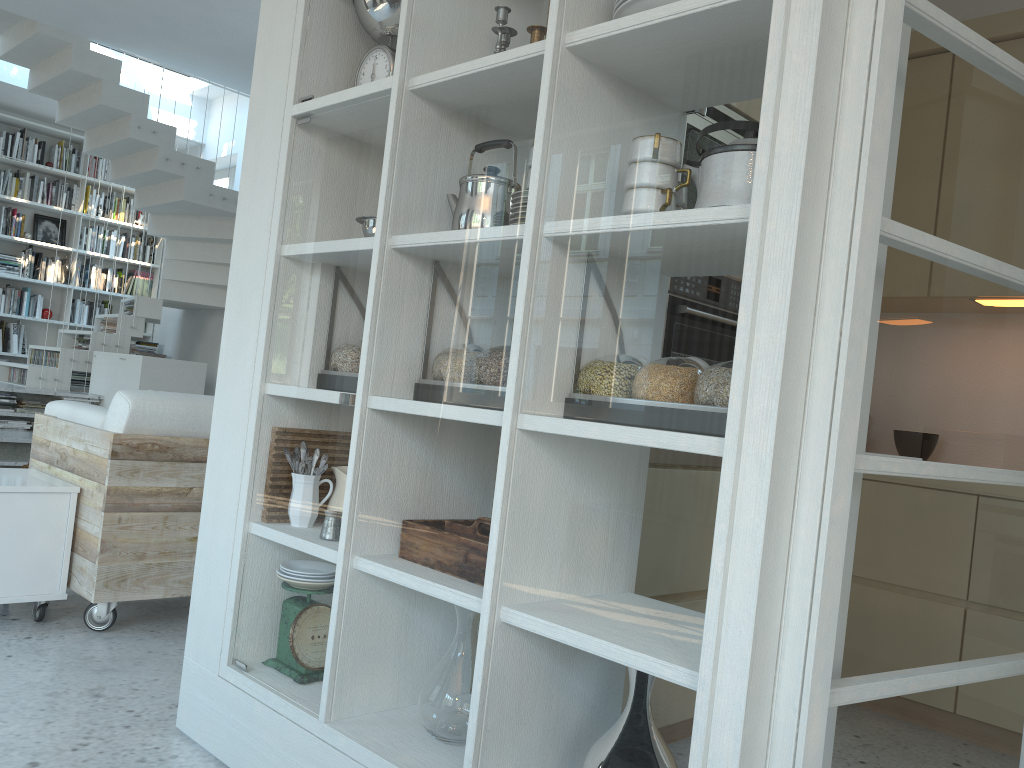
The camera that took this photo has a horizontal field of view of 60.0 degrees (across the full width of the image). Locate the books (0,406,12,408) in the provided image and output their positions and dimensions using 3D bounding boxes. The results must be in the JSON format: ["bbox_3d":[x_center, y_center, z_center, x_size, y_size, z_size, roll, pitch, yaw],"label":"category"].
[{"bbox_3d":[-3.949,0.162,6.766,0.131,0.012,0.208,5,-2,41],"label":"books"}]

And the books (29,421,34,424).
[{"bbox_3d":[-3.616,0.306,6.923,0.176,0.009,0.275,5,-2,45],"label":"books"}]

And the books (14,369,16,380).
[{"bbox_3d":[-4.305,-0.070,7.800,0.008,0.125,0.125,6,-1,45],"label":"books"}]

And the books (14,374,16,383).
[{"bbox_3d":[-4.294,-0.069,7.790,0.007,0.125,0.125,6,-1,45],"label":"books"}]

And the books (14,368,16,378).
[{"bbox_3d":[-4.310,-0.070,7.806,0.007,0.125,0.125,6,-1,45],"label":"books"}]

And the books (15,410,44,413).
[{"bbox_3d":[-3.740,0.214,6.949,0.287,0.005,0.165,8,-2,-40],"label":"books"}]

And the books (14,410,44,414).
[{"bbox_3d":[-3.741,0.220,6.949,0.291,0.007,0.174,8,-2,-42],"label":"books"}]

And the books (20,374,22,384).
[{"bbox_3d":[-4.179,-0.058,7.675,0.007,0.125,0.125,6,-1,45],"label":"books"}]

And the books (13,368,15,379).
[{"bbox_3d":[-4.326,-0.071,7.821,0.008,0.125,0.125,6,-1,45],"label":"books"}]

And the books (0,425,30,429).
[{"bbox_3d":[-3.809,0.317,6.721,0.169,0.019,0.232,5,-2,40],"label":"books"}]

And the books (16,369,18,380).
[{"bbox_3d":[-4.266,-0.066,7.762,0.008,0.125,0.125,6,-1,45],"label":"books"}]

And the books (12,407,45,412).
[{"bbox_3d":[-3.754,0.203,6.963,0.133,0.014,0.294,5,-2,42],"label":"books"}]

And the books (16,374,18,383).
[{"bbox_3d":[-4.256,-0.065,7.751,0.008,0.125,0.125,6,-1,45],"label":"books"}]

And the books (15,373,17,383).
[{"bbox_3d":[-4.277,-0.067,7.773,0.007,0.125,0.125,6,-1,45],"label":"books"}]

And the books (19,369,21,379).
[{"bbox_3d":[-4.211,-0.061,7.707,0.007,0.125,0.125,6,-1,45],"label":"books"}]

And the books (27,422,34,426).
[{"bbox_3d":[-3.606,0.320,6.921,0.190,0.018,0.288,5,-2,44],"label":"books"}]

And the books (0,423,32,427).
[{"bbox_3d":[-3.815,0.301,6.729,0.158,0.012,0.273,5,-2,43],"label":"books"}]

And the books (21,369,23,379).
[{"bbox_3d":[-4.174,-0.058,7.670,0.007,0.125,0.125,6,-1,45],"label":"books"}]

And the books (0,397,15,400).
[{"bbox_3d":[-3.937,0.099,6.762,0.221,0.018,0.154,8,-2,-44],"label":"books"}]

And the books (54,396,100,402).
[{"bbox_3d":[-3.512,0.123,7.157,0.181,0.013,0.286,5,-2,40],"label":"books"}]

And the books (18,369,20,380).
[{"bbox_3d":[-4.227,-0.063,7.724,0.008,0.125,0.125,6,-1,45],"label":"books"}]

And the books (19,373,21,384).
[{"bbox_3d":[-4.201,-0.060,7.697,0.009,0.125,0.125,6,-1,45],"label":"books"}]

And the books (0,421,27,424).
[{"bbox_3d":[-3.821,0.285,6.737,0.211,0.018,0.134,8,-2,-42],"label":"books"}]

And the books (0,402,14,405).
[{"bbox_3d":[-3.937,0.138,6.757,0.210,0.012,0.168,8,-2,-44],"label":"books"}]

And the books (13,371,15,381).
[{"bbox_3d":[-4.320,-0.071,7.816,0.007,0.125,0.125,6,-1,45],"label":"books"}]

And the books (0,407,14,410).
[{"bbox_3d":[-3.946,0.174,6.762,0.148,0.013,0.227,5,-2,43],"label":"books"}]

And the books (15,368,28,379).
[{"bbox_3d":[-4.289,-0.068,7.784,0.008,0.125,0.125,6,-1,45],"label":"books"}]

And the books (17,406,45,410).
[{"bbox_3d":[-3.741,0.189,6.952,0.215,0.015,0.177,8,-2,-44],"label":"books"}]

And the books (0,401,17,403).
[{"bbox_3d":[-3.937,0.127,6.759,0.260,0.009,0.153,8,-2,-42],"label":"books"}]

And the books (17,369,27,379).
[{"bbox_3d":[-4.250,-0.065,7.746,0.007,0.125,0.125,6,-1,45],"label":"books"}]

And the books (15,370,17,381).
[{"bbox_3d":[-4.283,-0.068,7.779,0.009,0.125,0.125,6,-1,45],"label":"books"}]

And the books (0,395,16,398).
[{"bbox_3d":[-3.930,0.086,6.756,0.159,0.009,0.228,5,-2,41],"label":"books"}]

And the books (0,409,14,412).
[{"bbox_3d":[-3.938,0.189,6.751,0.177,0.015,0.216,5,-2,43],"label":"books"}]

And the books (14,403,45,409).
[{"bbox_3d":[-3.728,0.176,6.942,0.187,0.014,0.273,5,-2,40],"label":"books"}]

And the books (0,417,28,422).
[{"bbox_3d":[-3.816,0.265,6.735,0.148,0.013,0.220,5,-2,44],"label":"books"}]

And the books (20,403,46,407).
[{"bbox_3d":[-3.743,0.162,6.958,0.179,0.010,0.160,8,-2,-43],"label":"books"}]

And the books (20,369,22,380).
[{"bbox_3d":[-4.190,-0.059,7.686,0.008,0.125,0.125,6,-1,45],"label":"books"}]

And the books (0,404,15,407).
[{"bbox_3d":[-3.931,0.151,6.749,0.189,0.013,0.215,5,-2,44],"label":"books"}]

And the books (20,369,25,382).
[{"bbox_3d":[-4.185,-0.059,7.681,0.007,0.125,0.125,6,-1,45],"label":"books"}]

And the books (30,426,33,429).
[{"bbox_3d":[-3.611,0.352,6.923,0.250,0.018,0.177,8,-2,-42],"label":"books"}]

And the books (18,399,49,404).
[{"bbox_3d":[-3.732,0.140,6.949,0.173,0.011,0.203,5,-2,40],"label":"books"}]

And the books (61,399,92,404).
[{"bbox_3d":[-3.522,0.141,7.164,0.192,0.024,0.167,8,-2,-40],"label":"books"}]

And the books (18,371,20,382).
[{"bbox_3d":[-4.222,-0.062,7.718,0.009,0.125,0.125,6,-1,45],"label":"books"}]

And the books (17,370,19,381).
[{"bbox_3d":[-4.244,-0.064,7.740,0.008,0.125,0.125,6,-1,45],"label":"books"}]

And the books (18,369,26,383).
[{"bbox_3d":[-4.216,-0.062,7.712,0.008,0.125,0.125,6,-1,45],"label":"books"}]

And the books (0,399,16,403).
[{"bbox_3d":[-3.921,0.117,6.744,0.230,0.015,0.190,8,-2,-40],"label":"books"}]

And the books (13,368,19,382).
[{"bbox_3d":[-4.315,-0.070,7.811,0.007,0.125,0.125,6,-1,45],"label":"books"}]

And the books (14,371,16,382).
[{"bbox_3d":[-4.300,-0.069,7.795,0.008,0.125,0.125,6,-1,45],"label":"books"}]

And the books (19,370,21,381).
[{"bbox_3d":[-4.206,-0.061,7.702,0.008,0.125,0.125,6,-1,45],"label":"books"}]

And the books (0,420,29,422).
[{"bbox_3d":[-3.816,0.274,6.733,0.242,0.005,0.152,8,-2,-44],"label":"books"}]

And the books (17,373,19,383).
[{"bbox_3d":[-4.238,-0.064,7.734,0.008,0.125,0.125,6,-1,45],"label":"books"}]

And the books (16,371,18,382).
[{"bbox_3d":[-4.261,-0.066,7.757,0.008,0.125,0.125,6,-1,45],"label":"books"}]

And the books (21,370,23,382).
[{"bbox_3d":[-4.168,-0.057,7.665,0.010,0.125,0.125,6,-1,45],"label":"books"}]

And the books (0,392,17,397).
[{"bbox_3d":[-3.943,0.072,6.771,0.128,0.016,0.261,5,-2,44],"label":"books"}]

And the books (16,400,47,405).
[{"bbox_3d":[-3.738,0.151,6.954,0.172,0.013,0.246,5,-2,44],"label":"books"}]
